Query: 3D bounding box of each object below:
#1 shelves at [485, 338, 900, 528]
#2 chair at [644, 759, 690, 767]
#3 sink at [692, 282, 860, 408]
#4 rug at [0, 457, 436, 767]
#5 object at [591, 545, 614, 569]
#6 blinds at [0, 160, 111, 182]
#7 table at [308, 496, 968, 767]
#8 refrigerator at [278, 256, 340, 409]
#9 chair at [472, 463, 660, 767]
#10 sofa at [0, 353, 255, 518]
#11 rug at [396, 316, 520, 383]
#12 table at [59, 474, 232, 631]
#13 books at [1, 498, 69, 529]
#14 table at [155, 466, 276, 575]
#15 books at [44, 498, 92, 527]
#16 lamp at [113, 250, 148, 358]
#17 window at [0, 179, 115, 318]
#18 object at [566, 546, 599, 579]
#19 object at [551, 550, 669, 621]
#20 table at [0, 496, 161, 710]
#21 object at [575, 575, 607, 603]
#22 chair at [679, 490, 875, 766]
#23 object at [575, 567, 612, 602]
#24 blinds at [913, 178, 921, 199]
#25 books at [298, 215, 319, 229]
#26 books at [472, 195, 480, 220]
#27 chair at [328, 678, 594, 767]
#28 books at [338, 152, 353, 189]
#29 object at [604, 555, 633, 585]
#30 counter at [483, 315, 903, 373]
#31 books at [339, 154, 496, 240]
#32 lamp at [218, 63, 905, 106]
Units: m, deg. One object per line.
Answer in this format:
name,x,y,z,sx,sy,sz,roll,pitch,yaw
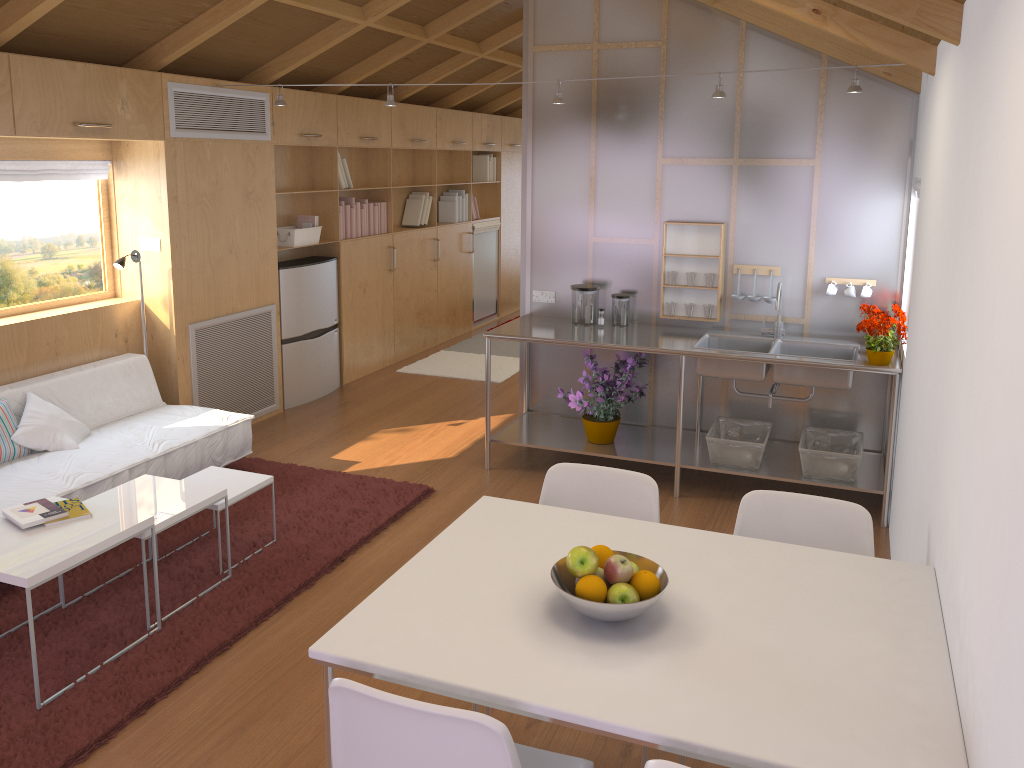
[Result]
shelves,0.936,0.146,4.819,2.097,0.742,0.640,6,13,21
chair,0.434,0.949,1.580,0.532,0.775,0.553,5,12,21
sink,1.384,-0.202,4.605,0.812,0.631,0.570,5,13,21
rug,-1.746,0.751,3.844,1.889,0.020,2.513,6,15,21
object,0.200,0.398,1.998,0.067,0.067,0.069,0,12,-3
blinds,-2.557,-1.046,4.345,0.048,0.109,1.517,5,15,21
table,0.310,0.851,2.044,1.212,0.732,0.910,6,14,21
refrigerator,-1.509,-0.392,6.379,0.262,0.973,0.722,5,12,21
chair,0.213,0.681,2.627,0.532,0.775,0.553,5,12,21
sofa,-2.207,0.427,3.853,0.864,0.619,2.385,5,15,21
rug,0.162,-0.482,8.769,0.919,0.011,3.770,6,15,20
table,-1.433,0.639,3.472,0.425,0.378,0.464,5,13,21
books,-1.687,0.456,3.125,0.194,0.016,0.154,13,19,40
table,-1.286,0.583,3.845,0.342,0.304,0.374,5,13,21
books,-1.614,0.460,3.173,0.153,0.016,0.195,-11,18,-38
lamp,-2.078,-0.158,4.986,0.182,1.180,0.258,0,10,-3
window,-2.607,-0.721,4.422,0.035,0.779,1.516,4,14,21
object,0.153,0.385,1.908,0.071,0.068,0.078,5,13,21
object,0.211,0.458,1.925,0.255,0.089,0.258,-6,15,-26
table,-1.602,0.719,3.044,0.486,0.432,0.531,5,13,21
object,0.168,0.438,1.868,0.067,0.067,0.069,0,12,-3
chair,0.767,0.740,2.413,0.532,0.775,0.553,5,12,21
object,0.179,0.440,1.940,0.080,0.088,0.079,-4,13,-19
blinds,1.924,-0.915,4.151,0.048,0.109,0.734,5,15,21
books,-1.477,-1.117,6.365,0.150,0.190,0.089,5,12,21
books,-0.450,-1.813,8.950,0.176,0.292,0.283,5,13,21
chair,-0.120,0.889,1.794,0.532,0.775,0.553,5,12,21
books,-1.336,-1.617,6.661,0.176,0.292,0.283,5,13,21
object,0.228,0.401,1.905,0.062,0.066,0.064,-6,14,-30
counter,0.939,-0.237,4.750,2.114,0.021,0.658,6,15,21
books,-0.799,-1.764,8.026,0.189,0.648,3.150,5,15,21
lamp,0.046,-1.518,4.551,3.837,0.151,0.073,6,12,21
